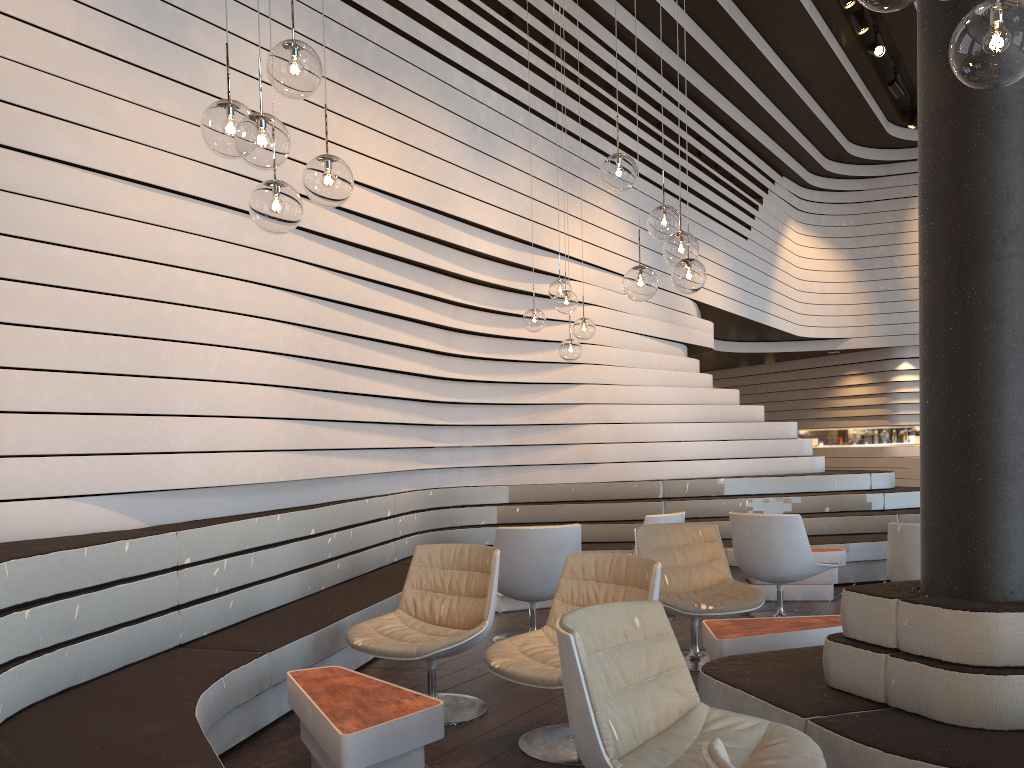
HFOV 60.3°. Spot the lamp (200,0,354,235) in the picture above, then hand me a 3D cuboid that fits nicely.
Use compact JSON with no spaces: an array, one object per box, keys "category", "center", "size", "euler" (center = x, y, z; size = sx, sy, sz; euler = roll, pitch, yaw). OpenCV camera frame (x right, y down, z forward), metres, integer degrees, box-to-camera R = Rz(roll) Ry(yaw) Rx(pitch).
[{"category":"lamp","center":[-0.750,-2.821,2.696],"size":[0.295,4.687,0.540],"euler":[0,2,28]}]

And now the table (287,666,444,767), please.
[{"category":"table","center":[-0.532,1.313,3.240],"size":[0.411,0.371,0.911],"euler":[-1,-3,-25]}]

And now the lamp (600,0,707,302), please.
[{"category":"lamp","center":[0.617,-2.767,4.051],"size":[0.311,4.754,0.656],"euler":[0,3,41]}]

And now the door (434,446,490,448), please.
[{"category":"door","center":[-0.505,0.949,10.273],"size":[0.976,2.111,0.161],"euler":[-1,2,33]}]

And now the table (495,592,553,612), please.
[{"category":"table","center":[0.129,1.557,6.906],"size":[0.901,0.371,0.415],"euler":[0,-2,-20]}]

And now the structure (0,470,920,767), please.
[{"category":"structure","center":[-1.119,1.057,3.354],"size":[5.808,0.929,18.112],"euler":[-4,-5,29]}]

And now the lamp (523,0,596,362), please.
[{"category":"lamp","center":[0.301,-2.523,6.221],"size":[0.531,4.727,0.332],"euler":[-2,2,-6]}]

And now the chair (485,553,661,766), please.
[{"category":"chair","center":[0.276,1.128,3.689],"size":[0.705,0.768,0.661],"euler":[-1,-1,-37]}]

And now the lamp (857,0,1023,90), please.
[{"category":"lamp","center":[0.893,-2.938,1.616],"size":[0.547,4.687,0.291],"euler":[-1,2,18]}]

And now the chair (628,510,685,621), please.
[{"category":"chair","center":[0.898,1.305,6.393],"size":[0.715,0.768,0.652],"euler":[-2,-1,32]}]

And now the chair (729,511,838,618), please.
[{"category":"chair","center":[1.887,1.267,6.197],"size":[0.705,0.768,0.661],"euler":[-1,-1,-41]}]

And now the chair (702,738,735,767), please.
[{"category":"chair","center":[0.668,0.958,1.420],"size":[0.705,0.768,0.661],"euler":[-1,-1,-40]}]

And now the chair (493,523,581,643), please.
[{"category":"chair","center":[0.127,1.276,5.724],"size":[0.654,0.768,0.712],"euler":[-1,-1,-13]}]

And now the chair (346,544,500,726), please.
[{"category":"chair","center":[-0.397,1.182,4.220],"size":[0.661,0.768,0.705],"euler":[-2,-1,40]}]

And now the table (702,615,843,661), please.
[{"category":"table","center":[1.280,1.344,4.284],"size":[0.901,0.371,0.415],"euler":[0,-2,-20]}]

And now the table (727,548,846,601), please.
[{"category":"table","center":[2.203,1.514,7.006],"size":[0.907,0.371,0.413],"euler":[-2,-1,5]}]

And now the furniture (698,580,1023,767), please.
[{"category":"furniture","center":[1.361,1.087,3.149],"size":[1.275,0.723,1.772],"euler":[-2,-3,3]}]

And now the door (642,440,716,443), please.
[{"category":"door","center":[3.651,1.194,19.375],"size":[1.783,2.708,0.079],"euler":[-1,2,37]}]

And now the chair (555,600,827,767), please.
[{"category":"chair","center":[0.487,1.036,2.461],"size":[0.715,0.768,0.652],"euler":[-2,-1,36]}]

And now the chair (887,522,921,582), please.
[{"category":"chair","center":[2.567,1.182,5.232],"size":[0.661,0.768,0.706],"euler":[-2,-1,33]}]

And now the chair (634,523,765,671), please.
[{"category":"chair","center":[1.052,1.207,5.067],"size":[0.654,0.768,0.713],"euler":[-1,-1,-17]}]
